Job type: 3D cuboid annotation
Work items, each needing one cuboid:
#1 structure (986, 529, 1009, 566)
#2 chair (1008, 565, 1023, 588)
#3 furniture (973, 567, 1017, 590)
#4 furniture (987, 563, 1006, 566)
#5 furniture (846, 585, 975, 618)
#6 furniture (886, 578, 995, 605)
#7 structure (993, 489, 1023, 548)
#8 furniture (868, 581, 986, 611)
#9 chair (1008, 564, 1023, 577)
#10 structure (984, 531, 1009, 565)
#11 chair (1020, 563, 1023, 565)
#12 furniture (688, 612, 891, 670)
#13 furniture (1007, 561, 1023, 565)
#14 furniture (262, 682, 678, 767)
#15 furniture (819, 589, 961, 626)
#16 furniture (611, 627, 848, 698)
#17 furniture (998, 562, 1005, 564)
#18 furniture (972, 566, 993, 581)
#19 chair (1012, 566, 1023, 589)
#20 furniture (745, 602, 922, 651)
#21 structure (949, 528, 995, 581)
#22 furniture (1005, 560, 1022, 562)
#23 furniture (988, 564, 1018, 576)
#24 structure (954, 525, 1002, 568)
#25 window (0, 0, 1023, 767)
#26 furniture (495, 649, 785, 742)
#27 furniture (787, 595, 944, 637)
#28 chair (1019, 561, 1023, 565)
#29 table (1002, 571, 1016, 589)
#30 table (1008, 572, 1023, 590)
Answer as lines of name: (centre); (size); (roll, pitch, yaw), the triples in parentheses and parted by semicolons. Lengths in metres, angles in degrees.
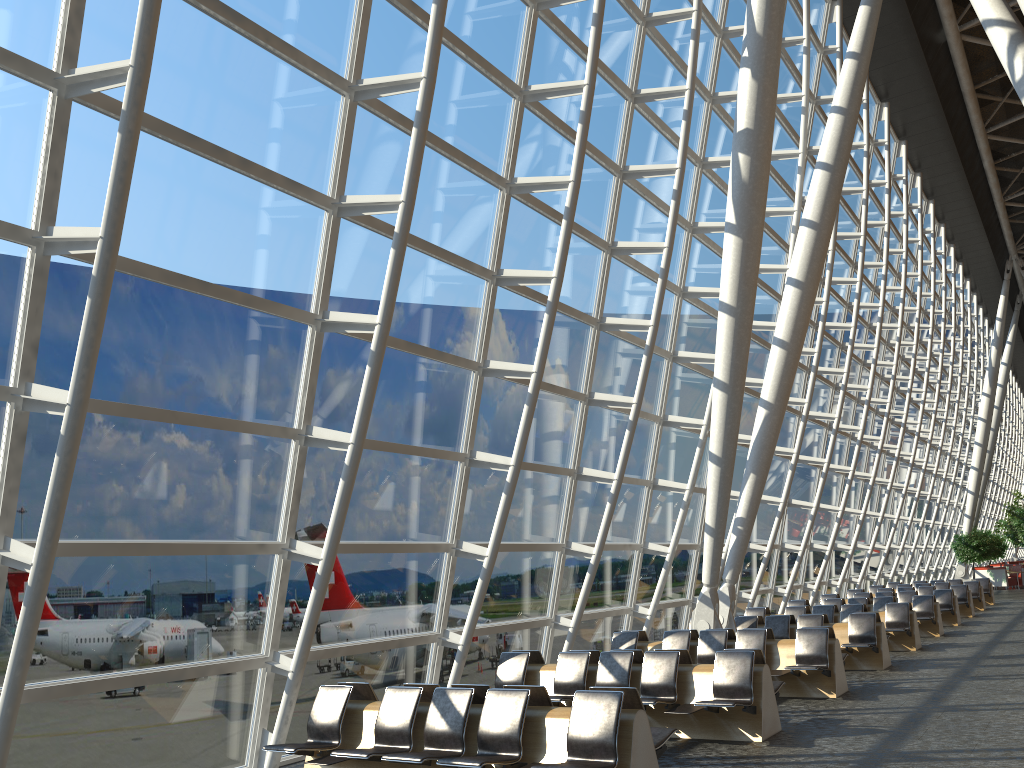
structure: (24.682, 8.961, 45.550); (1.781, 2.813, 1.861); (-2, -8, -9)
chair: (23.367, 8.961, 41.046); (0.661, 0.997, 0.631); (2, -10, -32)
furniture: (22.106, 8.923, 40.534); (0.888, 0.993, 2.875); (-3, -12, 0)
furniture: (27.400, 10.596, 49.483); (2.841, 0.994, 0.898); (8, -15, -44)
furniture: (11.156, 6.168, 24.864); (3.277, 0.857, 1.673); (-11, -14, 32)
furniture: (14.455, 7.082, 29.862); (3.277, 0.857, 1.673); (-11, -14, 32)
structure: (24.320, 7.195, 41.333); (3.109, 4.473, 5.862); (-7, -11, 25)
furniture: (12.805, 6.625, 27.363); (3.277, 0.857, 1.673); (-11, -14, 32)
chair: (24.364, 9.272, 42.713); (0.660, 0.997, 0.632); (-2, -8, -12)
structure: (26.313, 9.525, 48.437); (1.755, 2.775, 1.833); (-2, -8, -9)
chair: (27.487, 10.103, 47.289); (0.661, 0.997, 0.631); (2, -10, -32)
furniture: (4.558, 4.339, 14.868); (3.277, 0.857, 1.673); (-11, -14, 32)
furniture: (32.953, 11.770, 56.256); (2.824, 0.996, 0.903); (0, -10, -14)
furniture: (-0.390, 2.968, 7.371); (3.277, 0.857, 1.673); (-11, -14, 32)
furniture: (9.507, 5.711, 22.365); (3.277, 0.857, 1.673); (-11, -14, 32)
furniture: (2.909, 3.882, 12.369); (3.277, 0.857, 1.673); (-11, -14, 32)
furniture: (30.582, 11.519, 54.489); (0.894, 0.993, 2.855); (-9, -13, 30)
furniture: (23.280, 9.454, 43.239); (2.841, 0.994, 0.898); (8, -15, -44)
chair: (22.933, 8.698, 39.746); (0.623, 0.996, 0.670); (2, -10, -32)
furniture: (6.208, 4.796, 17.367); (3.277, 0.857, 1.673); (-11, -14, 32)
structure: (20.755, 7.909, 39.597); (1.731, 2.742, 1.808); (-2, -8, -9)
furniture: (41.047, 14.452, 70.154); (3.277, 0.857, 1.673); (-11, -14, 32)
furniture: (26.227, 10.065, 46.778); (0.888, 0.993, 2.875); (-3, -12, 0)
structure: (22.271, 8.274, 42.075); (1.920, 2.929, 1.890); (-4, -8, 7)
window: (35.248, 6.805, 64.141); (3.745, 13.852, 167.599); (-8, -13, 32)
furniture: (1.260, 3.425, 9.870); (3.277, 0.857, 1.673); (-11, -14, 32)
furniture: (7.857, 5.254, 19.866); (3.277, 0.857, 1.673); (-11, -14, 32)
chair: (30.899, 11.256, 53.392); (0.622, 0.996, 0.671); (-3, -8, -2)
table: (22.757, 9.007, 40.499); (0.799, 0.740, 0.811); (-4, -10, 4)
table: (22.317, 8.671, 38.872); (0.799, 0.740, 0.811); (-4, -10, 4)
